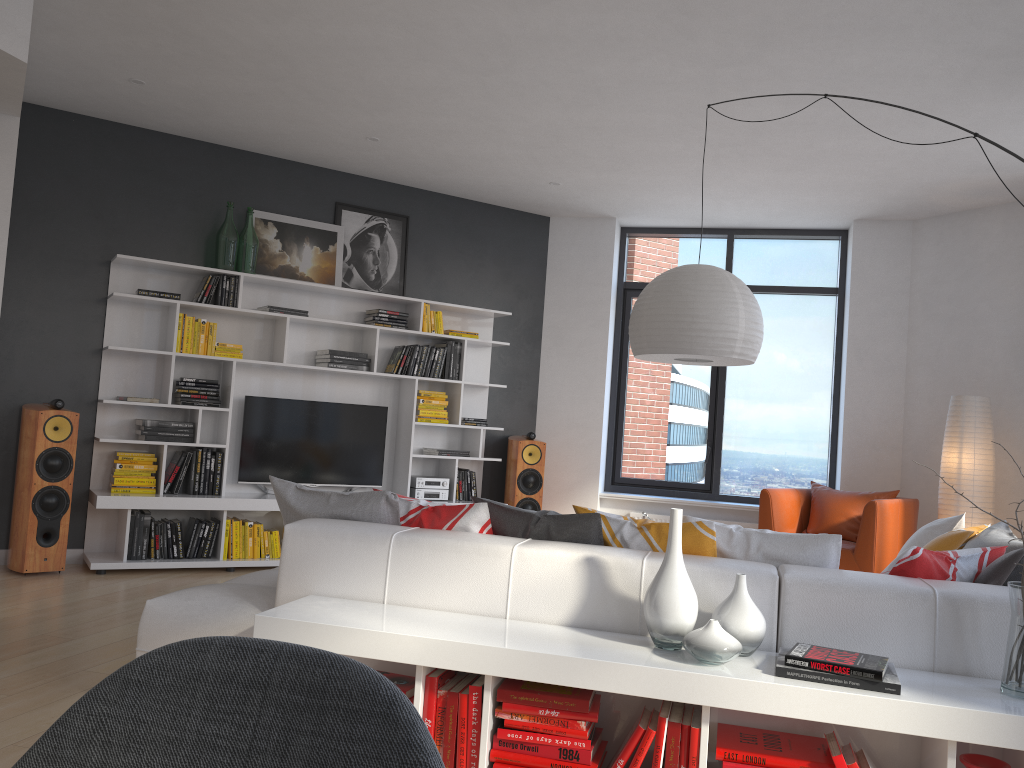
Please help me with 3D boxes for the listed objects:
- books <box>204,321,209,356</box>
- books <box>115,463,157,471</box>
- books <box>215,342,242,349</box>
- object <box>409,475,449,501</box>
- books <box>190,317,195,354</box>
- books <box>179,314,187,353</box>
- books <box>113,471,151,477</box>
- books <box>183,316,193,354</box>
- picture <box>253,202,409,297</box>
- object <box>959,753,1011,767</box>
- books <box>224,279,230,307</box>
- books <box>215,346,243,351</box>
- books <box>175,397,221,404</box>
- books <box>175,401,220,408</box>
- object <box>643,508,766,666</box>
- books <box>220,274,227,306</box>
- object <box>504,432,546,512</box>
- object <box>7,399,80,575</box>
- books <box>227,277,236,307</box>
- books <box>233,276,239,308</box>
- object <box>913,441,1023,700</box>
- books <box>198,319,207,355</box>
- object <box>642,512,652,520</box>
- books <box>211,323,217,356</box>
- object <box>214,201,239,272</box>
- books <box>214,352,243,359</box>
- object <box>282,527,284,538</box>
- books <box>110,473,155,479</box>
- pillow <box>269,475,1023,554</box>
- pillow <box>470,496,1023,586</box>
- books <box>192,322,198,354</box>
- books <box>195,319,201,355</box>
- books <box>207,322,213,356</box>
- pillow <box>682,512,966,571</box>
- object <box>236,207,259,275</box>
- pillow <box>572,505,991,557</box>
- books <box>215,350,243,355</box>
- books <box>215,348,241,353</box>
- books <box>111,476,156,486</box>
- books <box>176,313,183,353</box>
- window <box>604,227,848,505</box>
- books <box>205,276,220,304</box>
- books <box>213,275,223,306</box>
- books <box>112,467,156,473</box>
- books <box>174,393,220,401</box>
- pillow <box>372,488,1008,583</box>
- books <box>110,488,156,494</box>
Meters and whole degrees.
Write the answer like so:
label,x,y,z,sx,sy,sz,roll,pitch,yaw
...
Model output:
label,x,y,z,sx,sy,sz,roll,pitch,yaw
books,-2.148,-0.312,6.181,0.023,0.239,0.169,6,-3,-31
books,-2.531,0.553,5.969,0.250,0.035,0.185,6,-3,-28
books,-2.015,-0.268,6.258,0.186,0.026,0.138,6,-3,-31
object,-0.683,0.823,7.018,0.285,0.174,0.270,6,-3,-31
books,-2.230,-0.330,6.135,0.015,0.263,0.199,6,-3,-31
books,-2.282,-0.341,6.095,0.025,0.270,0.213,6,-3,-31
books,-2.547,0.599,5.940,0.228,0.024,0.152,5,-3,-27
books,-2.255,-0.331,6.117,0.044,0.255,0.198,6,-3,-31
picture,-1.387,-1.059,6.799,1.279,0.707,0.076,6,-3,-31
object,1.190,1.086,2.242,0.125,0.258,0.125,4,-3,-8
books,-2.023,-0.631,6.244,0.021,0.200,0.147,6,-3,-31
books,-2.007,-0.248,6.248,0.187,0.014,0.134,6,-3,-31
books,-2.175,0.117,6.140,0.270,0.025,0.189,6,-3,-32
books,-2.177,0.142,6.137,0.263,0.026,0.189,6,-4,-32
object,0.542,0.564,2.530,0.316,0.398,0.319,2,-4,38
books,-2.046,-0.648,6.236,0.025,0.232,0.176,6,-3,-31
object,0.077,0.940,7.424,0.290,1.088,0.434,5,-3,-16
object,-2.980,0.631,5.604,0.434,1.088,0.290,1,-4,44
books,-1.998,-0.637,6.260,0.038,0.218,0.169,6,-3,-31
books,-1.970,-0.641,6.268,0.019,0.230,0.174,6,-3,-31
object,1.365,0.433,2.252,0.607,0.744,0.406,6,-4,-36
books,-2.171,-0.320,6.164,0.035,0.250,0.185,6,-3,-31
object,0.609,0.801,4.702,0.330,0.265,0.330,2,-4,38
books,-2.105,-0.305,6.207,0.024,0.234,0.172,6,-3,-31
object,-2.002,-1.035,6.245,0.157,0.507,0.157,5,-3,-17
books,-2.012,-0.196,6.245,0.190,0.033,0.147,6,-3,-31
object,-1.558,1.079,6.385,0.185,0.257,0.185,2,-4,37
books,-2.550,0.618,5.962,0.263,0.015,0.198,6,-3,-28
pillow,0.540,0.673,3.492,2.953,0.453,0.647,4,-3,2
pillow,0.872,0.678,3.075,2.120,0.436,0.608,3,-3,10
books,-2.205,-0.312,6.125,0.024,0.229,0.156,6,-3,-31
books,-2.196,-0.322,6.152,0.019,0.251,0.180,6,-3,-31
books,-2.125,-0.307,6.190,0.024,0.234,0.172,6,-3,-31
pillow,1.447,0.751,3.738,0.580,0.456,2.156,2,-4,40
object,-1.898,-1.021,6.373,0.157,0.507,0.157,5,-3,-17
pillow,1.194,0.741,3.544,2.095,0.440,0.630,6,-3,-29
books,-2.012,-0.219,6.250,0.196,0.011,0.148,6,-3,-31
books,-2.005,-0.233,6.231,0.169,0.018,0.113,6,-3,-30
books,-2.543,0.648,5.950,0.255,0.044,0.198,6,-3,-31
books,-2.301,-0.343,6.074,0.029,0.270,0.204,6,-3,-31
window,1.872,-0.174,7.849,1.960,2.402,0.170,3,-3,14
books,-2.106,-0.645,6.193,0.074,0.212,0.154,6,-3,-32
books,-2.065,-0.644,6.219,0.021,0.221,0.156,6,-3,-31
books,-2.544,0.579,5.963,0.251,0.019,0.180,6,-3,-31
books,-2.189,0.089,6.154,0.266,0.030,0.209,6,-4,-32
pillow,0.552,0.686,3.146,2.250,0.449,0.575,3,-3,12
books,-2.538,0.710,5.936,0.270,0.029,0.204,5,-3,-26
